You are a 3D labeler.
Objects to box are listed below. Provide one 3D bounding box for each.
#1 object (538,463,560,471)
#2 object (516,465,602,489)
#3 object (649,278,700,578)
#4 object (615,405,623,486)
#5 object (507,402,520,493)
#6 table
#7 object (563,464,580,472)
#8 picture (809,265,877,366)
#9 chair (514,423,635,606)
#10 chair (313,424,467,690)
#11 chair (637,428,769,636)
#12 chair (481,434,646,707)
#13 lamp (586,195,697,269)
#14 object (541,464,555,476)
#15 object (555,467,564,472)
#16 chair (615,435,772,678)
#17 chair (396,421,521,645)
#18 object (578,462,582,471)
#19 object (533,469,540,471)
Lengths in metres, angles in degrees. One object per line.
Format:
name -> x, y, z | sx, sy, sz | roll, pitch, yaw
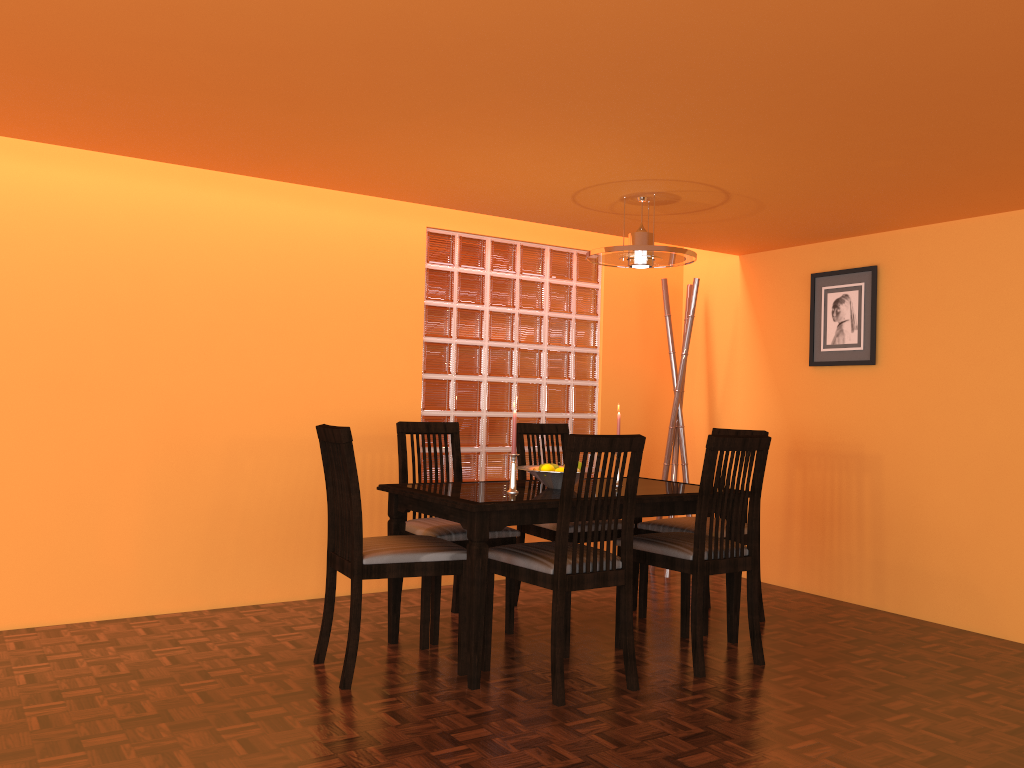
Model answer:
object -> 0.139, 0.336, 3.319 | 0.087, 0.076, 0.089 | 2, -1, -27
object -> 0.178, 0.352, 3.308 | 0.337, 0.072, 0.337 | 1, -1, 23
object -> 0.896, 0.230, 4.734 | 0.226, 1.589, 0.308 | 2, -1, -11
object -> 0.415, 0.235, 3.465 | 0.044, 0.326, 0.044 | 3, -2, -44
object -> 0.007, 0.216, 3.100 | 0.044, 0.326, 0.044 | 3, -2, -44
table -> 0.211, 0.681, 3.313 | 1.259, 0.584, 0.697 | 2, -1, -33
object -> 0.227, 0.330, 3.271 | 0.055, 0.070, 0.066 | 1, -2, 38
picture -> 1.564, -0.314, 4.201 | 0.014, 0.456, 0.361 | 2, -1, -33
chair -> 0.236, 0.580, 3.822 | 0.373, 0.809, 0.465 | 2, -1, -33
chair -> -0.408, 0.544, 2.944 | 0.465, 0.809, 0.373 | 2, -1, -28
chair -> 0.822, 0.594, 3.735 | 0.465, 0.809, 0.373 | 3, -2, -38
chair -> 0.170, 0.558, 2.865 | 0.373, 0.809, 0.465 | 2, -1, -33
lamp -> 0.513, -0.601, 3.514 | 0.435, 0.274, 0.435 | 2, -1, -11
object -> 0.130, 0.314, 3.226 | 0.046, 0.046, 0.055 | 1, -2, 40
object -> 0.180, 0.327, 3.231 | 0.055, 0.046, 0.046 | 1, -1, 20
chair -> 0.653, 0.577, 3.179 | 0.373, 0.809, 0.465 | 2, -1, -33
chair -> -0.247, 0.560, 3.508 | 0.373, 0.809, 0.465 | 2, -1, -33
object -> 0.239, 0.319, 3.350 | 0.069, 0.066, 0.069 | 2, -1, -23
object -> 0.143, 0.342, 3.268 | 0.150, 0.052, 0.066 | 1, -1, 15
